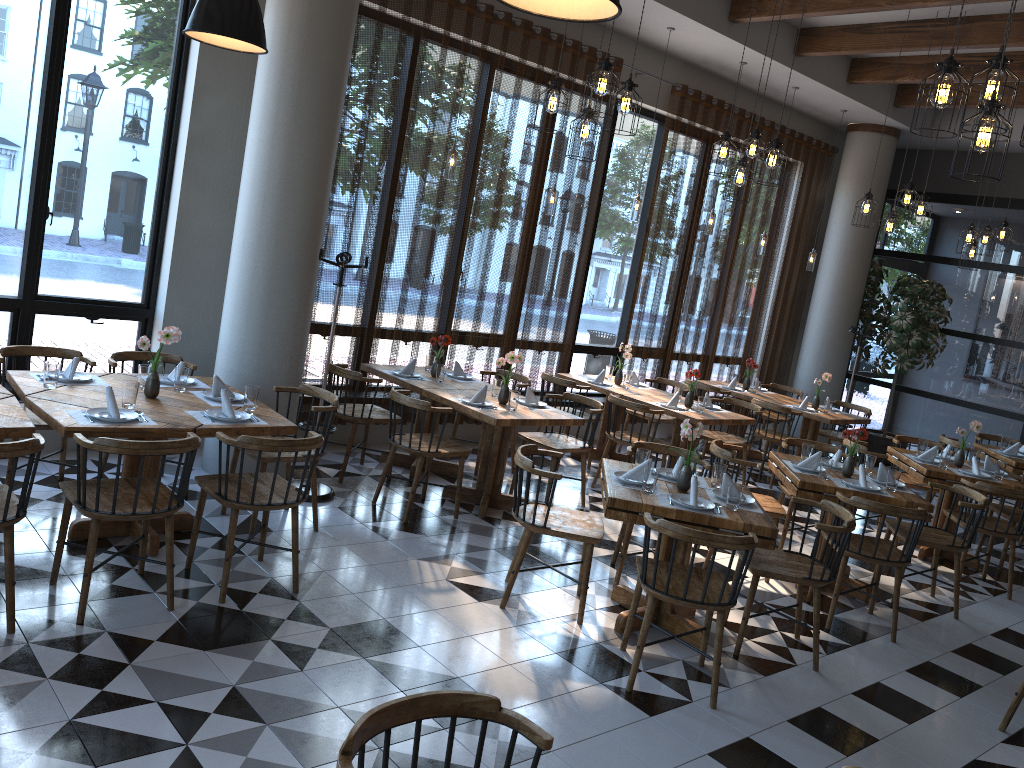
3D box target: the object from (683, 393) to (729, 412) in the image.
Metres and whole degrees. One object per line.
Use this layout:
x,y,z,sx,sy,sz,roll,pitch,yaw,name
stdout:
1.789,0.146,8.033,0.271,0.136,0.354,3,11,-42,object

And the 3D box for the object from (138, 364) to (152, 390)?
-2.030,-0.038,4.898,0.080,0.131,0.080,15,8,32,object

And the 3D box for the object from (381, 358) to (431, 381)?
-0.810,-0.133,6.861,0.271,0.136,0.354,3,11,-42,object

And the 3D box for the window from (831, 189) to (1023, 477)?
6.311,-0.646,12.190,2.183,3.532,2.745,4,10,-42,window

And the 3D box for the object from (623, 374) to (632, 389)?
1.080,-0.022,8.311,0.080,0.131,0.080,9,7,-7,object

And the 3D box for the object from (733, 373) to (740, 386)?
2.569,-0.050,10.170,0.080,0.131,0.080,6,8,-27,object

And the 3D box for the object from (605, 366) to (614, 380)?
0.957,-0.109,8.723,0.080,0.131,0.080,9,7,-7,object

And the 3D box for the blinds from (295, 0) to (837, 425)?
1.050,-1.340,8.951,7.256,3.564,0.161,3,10,-42,blinds

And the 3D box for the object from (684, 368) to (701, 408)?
1.568,0.031,7.810,0.157,0.353,0.171,14,8,26,object

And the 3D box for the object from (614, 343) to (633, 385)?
1.070,-0.192,8.507,0.146,0.398,0.208,5,9,-38,object

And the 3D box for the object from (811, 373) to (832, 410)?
3.234,0.073,9.279,0.147,0.398,0.206,16,9,40,object

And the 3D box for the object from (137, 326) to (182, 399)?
-1.884,-0.117,4.698,0.206,0.398,0.147,5,9,-37,object

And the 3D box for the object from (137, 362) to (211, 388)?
-1.970,-0.077,5.196,0.351,0.136,0.273,2,11,-42,object

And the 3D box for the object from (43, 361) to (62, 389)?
-2.370,-0.045,4.559,0.080,0.131,0.080,15,8,32,object

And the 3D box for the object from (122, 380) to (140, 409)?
-1.918,0.054,4.447,0.080,0.131,0.080,15,8,32,object

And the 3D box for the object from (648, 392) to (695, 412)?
1.397,0.133,7.673,0.271,0.136,0.354,3,11,-42,object

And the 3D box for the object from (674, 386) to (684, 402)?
1.518,0.092,8.083,0.080,0.131,0.080,15,8,32,object

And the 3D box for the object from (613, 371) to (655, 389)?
1.214,-0.060,8.687,0.271,0.136,0.354,3,11,-42,object

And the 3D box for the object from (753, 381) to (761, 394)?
2.692,0.037,9.759,0.080,0.131,0.080,6,8,-27,object

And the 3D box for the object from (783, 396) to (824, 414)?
3.003,0.192,9.115,0.271,0.136,0.354,3,11,-42,object

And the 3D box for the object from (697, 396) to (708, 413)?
1.641,0.180,7.672,0.080,0.131,0.080,15,8,32,object

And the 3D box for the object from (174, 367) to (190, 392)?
-1.867,-0.024,4.995,0.080,0.131,0.080,15,8,32,object

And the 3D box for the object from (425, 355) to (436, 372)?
-0.674,-0.169,7.259,0.080,0.131,0.080,8,7,-17,object

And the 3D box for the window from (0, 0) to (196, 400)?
-4.211,-1.524,4.577,4.959,3.151,0.367,3,10,-42,window

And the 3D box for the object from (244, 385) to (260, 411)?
-1.429,0.078,4.846,0.080,0.131,0.080,15,8,32,object

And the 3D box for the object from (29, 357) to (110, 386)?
-2.395,-0.092,4.814,0.351,0.136,0.273,2,11,-42,object

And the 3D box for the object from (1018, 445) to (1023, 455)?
5.067,0.619,8.748,0.352,0.136,0.274,11,8,3,object

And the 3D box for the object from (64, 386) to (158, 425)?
-1.896,0.093,4.209,0.351,0.136,0.273,2,11,-42,object

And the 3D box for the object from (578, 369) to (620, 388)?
0.822,-0.073,8.327,0.271,0.136,0.354,3,11,-42,object

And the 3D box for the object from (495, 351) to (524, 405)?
-0.039,-0.049,6.354,0.207,0.398,0.147,12,7,12,object

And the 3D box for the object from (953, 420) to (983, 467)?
3.683,0.485,7.185,0.206,0.398,0.147,6,8,-31,object

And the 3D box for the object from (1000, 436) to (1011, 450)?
4.846,0.589,8.707,0.080,0.131,0.080,13,8,22,object

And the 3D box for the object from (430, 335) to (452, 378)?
-0.577,-0.222,6.982,0.156,0.353,0.172,8,7,-20,object

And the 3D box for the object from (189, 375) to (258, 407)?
-1.621,0.017,4.999,0.271,0.136,0.354,3,11,-42,object

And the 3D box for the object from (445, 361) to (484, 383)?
-0.418,-0.120,7.221,0.271,0.136,0.354,3,11,-42,object

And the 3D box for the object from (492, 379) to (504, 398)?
-0.112,0.033,6.619,0.080,0.131,0.080,15,8,32,object

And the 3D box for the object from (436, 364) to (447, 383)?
-0.551,-0.082,6.847,0.080,0.131,0.080,8,7,-17,object

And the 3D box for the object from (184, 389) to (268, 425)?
-1.470,0.108,4.591,0.351,0.136,0.273,2,11,-42,object

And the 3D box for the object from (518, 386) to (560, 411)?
0.156,0.086,6.567,0.271,0.136,0.354,3,11,-42,object

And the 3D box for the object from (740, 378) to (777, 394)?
2.821,-0.001,10.129,0.271,0.136,0.354,3,11,-42,object

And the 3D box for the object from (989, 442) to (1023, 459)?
4.791,0.610,8.491,0.272,0.136,0.353,11,9,3,object

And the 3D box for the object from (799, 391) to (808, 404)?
3.130,0.152,9.531,0.080,0.131,0.080,15,8,32,object

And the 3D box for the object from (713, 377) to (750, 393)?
2.428,-0.014,9.769,0.271,0.136,0.354,3,11,-42,object

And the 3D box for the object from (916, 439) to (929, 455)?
3.447,0.537,7.451,0.080,0.131,0.080,6,8,-27,object

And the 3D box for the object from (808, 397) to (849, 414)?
3.395,0.205,9.475,0.271,0.136,0.354,3,11,-42,object

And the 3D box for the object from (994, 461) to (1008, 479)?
3.857,0.682,7.003,0.080,0.131,0.080,6,8,-27,object

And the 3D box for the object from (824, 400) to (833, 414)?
3.253,0.239,9.119,0.080,0.131,0.080,15,8,32,object

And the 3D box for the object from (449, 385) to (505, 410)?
-0.236,0.073,6.207,0.271,0.136,0.354,3,11,-42,object

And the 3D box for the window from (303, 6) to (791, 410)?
-1.750,-1.215,5.410,4.508,3.149,15.155,14,9,24,window

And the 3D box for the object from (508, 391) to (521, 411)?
0.010,0.120,6.208,0.080,0.131,0.080,15,8,32,object

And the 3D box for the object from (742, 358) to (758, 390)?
2.675,-0.111,9.955,0.156,0.353,0.171,13,8,24,object
